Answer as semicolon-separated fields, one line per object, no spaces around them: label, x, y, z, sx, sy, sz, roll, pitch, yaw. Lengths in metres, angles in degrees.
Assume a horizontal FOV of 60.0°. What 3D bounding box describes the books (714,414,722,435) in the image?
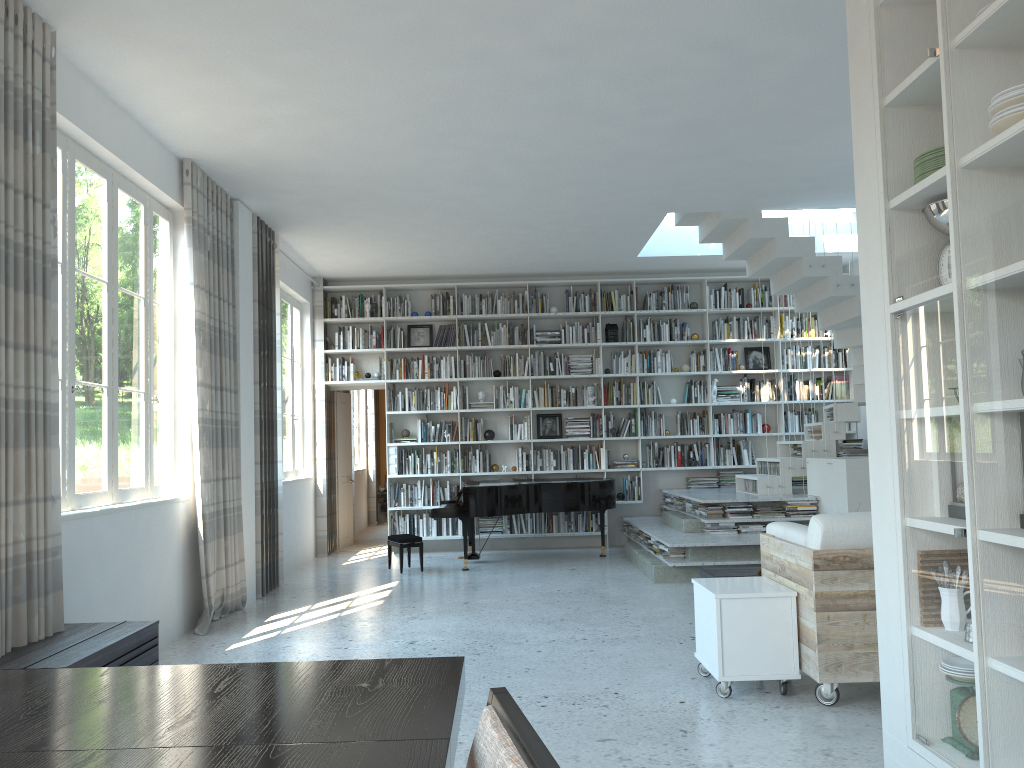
books;2.440;0.478;10.493;0.047;0.244;0.177;-2;-4;-1

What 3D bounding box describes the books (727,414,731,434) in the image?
books;2.555;0.478;10.503;0.026;0.239;0.177;-2;-4;-1

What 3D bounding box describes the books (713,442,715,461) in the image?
books;2.374;0.825;10.488;0.012;0.286;0.158;-2;-4;-1

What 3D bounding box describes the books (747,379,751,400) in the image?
books;2.807;0.084;10.536;0.013;0.280;0.131;-2;-4;-1

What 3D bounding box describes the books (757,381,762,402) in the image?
books;2.930;0.097;10.548;0.031;0.250;0.133;-2;-4;-1

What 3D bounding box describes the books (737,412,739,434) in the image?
books;2.654;0.462;10.485;0.012;0.262;0.186;-2;-4;-1

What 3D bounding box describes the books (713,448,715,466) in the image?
books;2.355;0.863;10.466;0.027;0.208;0.164;-2;-4;-1

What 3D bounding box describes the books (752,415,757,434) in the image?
books;2.867;0.480;10.513;0.037;0.218;0.139;-2;-4;-1

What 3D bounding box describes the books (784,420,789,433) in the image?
books;3.206;0.443;10.517;0.085;0.278;0.159;-2;-4;-1

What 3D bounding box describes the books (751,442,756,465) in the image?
books;2.837;0.818;10.489;0.062;0.274;0.148;-2;-4;-1

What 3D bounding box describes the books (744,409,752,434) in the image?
books;2.795;0.445;10.495;0.026;0.290;0.181;-2;-4;-1

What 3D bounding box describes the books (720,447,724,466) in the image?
books;2.467;0.858;10.485;0.023;0.214;0.163;-2;-4;-1

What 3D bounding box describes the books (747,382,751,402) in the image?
books;2.786;0.105;10.518;0.030;0.236;0.179;-2;-4;-1

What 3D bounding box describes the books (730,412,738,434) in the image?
books;2.621;0.466;10.479;0.028;0.255;0.191;-2;-4;-1

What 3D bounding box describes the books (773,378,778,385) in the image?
books;3.149;0.074;10.552;0.029;0.283;0.138;-2;-4;-1

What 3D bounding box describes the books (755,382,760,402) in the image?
books;2.899;0.100;10.530;0.031;0.242;0.147;-2;-4;-1

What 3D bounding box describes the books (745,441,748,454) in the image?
books;2.763;0.815;10.495;0.012;0.285;0.159;-2;-4;-1

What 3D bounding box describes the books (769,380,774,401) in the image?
books;3.073;0.090;10.535;0.024;0.254;0.145;-2;-4;-1

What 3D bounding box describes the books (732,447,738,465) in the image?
books;2.612;0.852;10.478;0.052;0.217;0.184;-2;-4;-1

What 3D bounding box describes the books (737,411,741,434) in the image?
books;2.676;0.458;10.505;0.011;0.272;0.152;-2;-4;-1

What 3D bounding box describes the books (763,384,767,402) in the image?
books;2.987;0.113;10.540;0.025;0.213;0.155;-2;-4;-1

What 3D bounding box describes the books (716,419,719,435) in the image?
books;2.414;0.508;10.494;0.022;0.184;0.162;-2;-4;-1

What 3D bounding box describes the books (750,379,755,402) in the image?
books;2.843;0.082;10.524;0.059;0.281;0.167;-2;-4;-1

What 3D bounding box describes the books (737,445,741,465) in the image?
books;2.663;0.840;10.483;0.031;0.239;0.171;-2;-4;-1

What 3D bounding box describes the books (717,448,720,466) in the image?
books;2.426;0.860;10.496;0.033;0.213;0.140;-2;-4;-1

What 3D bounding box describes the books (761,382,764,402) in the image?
books;2.960;0.103;10.547;0.028;0.235;0.129;-2;-4;-1

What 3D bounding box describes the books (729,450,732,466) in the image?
books;2.560;0.870;10.480;0.024;0.185;0.149;-2;-4;-1

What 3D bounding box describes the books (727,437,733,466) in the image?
books;2.578;0.795;10.482;0.014;0.333;0.169;-2;-4;-1

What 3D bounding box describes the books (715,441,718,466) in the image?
books;2.401;0.824;10.487;0.015;0.286;0.138;-2;-4;-1

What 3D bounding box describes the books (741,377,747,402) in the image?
books;2.754;0.074;10.512;0.011;0.300;0.184;-2;-4;-1

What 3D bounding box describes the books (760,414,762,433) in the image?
books;2.924;0.476;10.506;0.027;0.223;0.170;-2;-4;-1

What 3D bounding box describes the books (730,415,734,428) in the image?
books;2.601;0.481;10.501;0.012;0.229;0.179;-2;-4;-1

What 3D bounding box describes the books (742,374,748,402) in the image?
books;2.765;0.054;10.512;0.010;0.339;0.180;-2;-4;-1

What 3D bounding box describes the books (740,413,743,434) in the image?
books;2.695;0.470;10.508;0.026;0.246;0.166;-2;-4;-1

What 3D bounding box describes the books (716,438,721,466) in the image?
books;2.447;0.803;10.499;0.013;0.327;0.131;-2;-3;-1

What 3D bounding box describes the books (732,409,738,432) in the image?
books;2.641;0.445;10.503;0.013;0.299;0.147;-2;-4;-1

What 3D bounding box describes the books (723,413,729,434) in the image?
books;2.520;0.474;10.488;0.045;0.246;0.186;-2;-4;-1

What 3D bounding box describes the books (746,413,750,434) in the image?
books;2.772;0.468;10.490;0.023;0.243;0.190;-2;-4;-1

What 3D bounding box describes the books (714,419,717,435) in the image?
books;2.392;0.508;10.496;0.023;0.186;0.159;-2;-4;-1

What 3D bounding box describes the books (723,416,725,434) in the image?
books;2.494;0.487;10.492;0.011;0.223;0.163;-2;-4;-1

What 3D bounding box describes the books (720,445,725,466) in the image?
books;2.485;0.842;10.476;0.015;0.243;0.156;-2;-4;-1

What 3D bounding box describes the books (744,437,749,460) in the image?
books;2.774;0.795;10.502;0.012;0.326;0.136;-2;-3;-1

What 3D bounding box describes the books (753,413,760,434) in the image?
books;2.898;0.470;10.505;0.025;0.235;0.181;-2;-4;-1

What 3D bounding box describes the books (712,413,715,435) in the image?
books;2.374;0.476;10.509;0.012;0.254;0.161;-2;-4;-1

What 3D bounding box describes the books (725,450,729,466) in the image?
books;2.533;0.870;10.487;0.030;0.187;0.140;-2;-4;-1

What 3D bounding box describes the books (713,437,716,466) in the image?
books;2.386;0.799;10.485;0.014;0.337;0.132;-2;-3;-1

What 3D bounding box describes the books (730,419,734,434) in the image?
books;2.582;0.505;10.490;0.027;0.181;0.186;-2;-4;-1

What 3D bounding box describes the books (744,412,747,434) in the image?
books;2.754;0.466;10.515;0.012;0.254;0.161;-2;-4;-1

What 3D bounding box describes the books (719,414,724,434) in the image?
books;2.476;0.476;10.505;0.024;0.247;0.143;-2;-4;-1

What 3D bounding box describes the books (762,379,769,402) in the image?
books;3.010;0.082;10.518;0.021;0.271;0.191;-2;-4;-1

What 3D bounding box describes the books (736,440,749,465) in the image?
books;2.716;0.810;10.443;0.075;0.291;0.255;-2;-4;-1

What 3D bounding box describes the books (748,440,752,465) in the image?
books;2.794;0.812;10.479;0.025;0.287;0.160;-2;-4;-1

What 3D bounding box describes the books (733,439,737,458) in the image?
books;2.642;0.809;10.503;0.010;0.304;0.131;-2;-3;-1

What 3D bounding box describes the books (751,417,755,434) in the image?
books;2.835;0.489;10.497;0.030;0.200;0.189;-2;-4;-1

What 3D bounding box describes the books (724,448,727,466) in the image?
books;2.505;0.859;10.486;0.025;0.210;0.137;-2;-4;-1

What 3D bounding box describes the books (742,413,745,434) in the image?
books;2.715;0.467;10.489;0.014;0.249;0.177;-2;-4;-1

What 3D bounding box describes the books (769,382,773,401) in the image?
books;3.041;0.097;10.520;0.041;0.239;0.176;-2;-4;-1

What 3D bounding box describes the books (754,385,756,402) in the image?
books;2.877;0.084;10.551;0.010;0.278;0.129;-2;-4;-1
